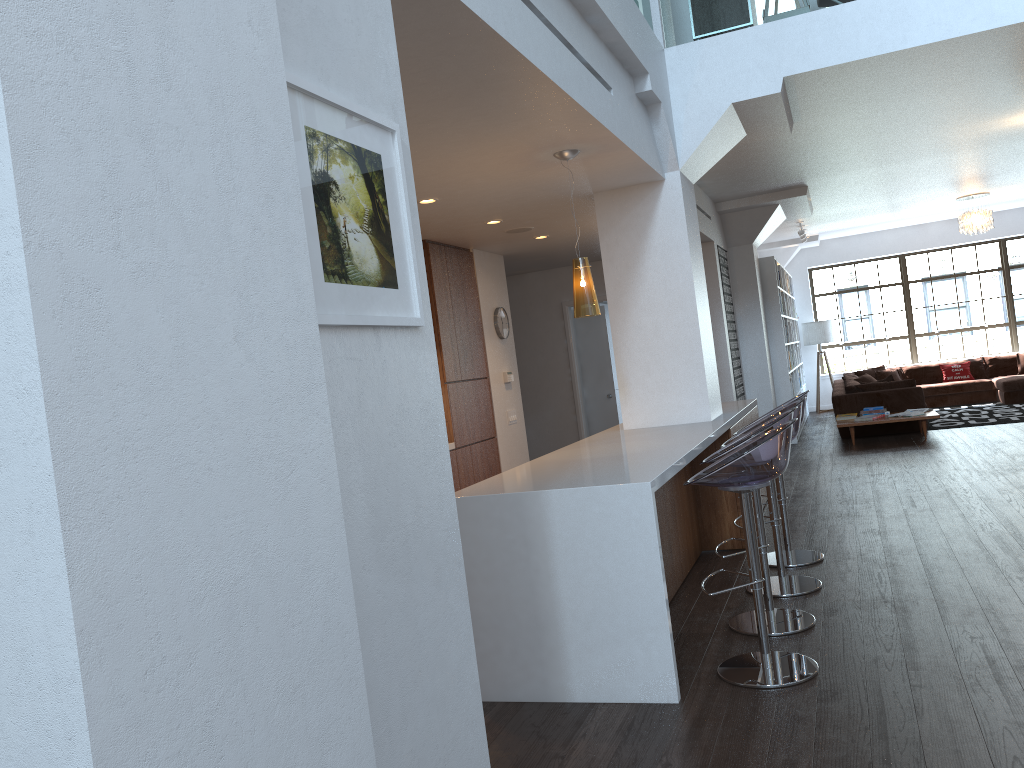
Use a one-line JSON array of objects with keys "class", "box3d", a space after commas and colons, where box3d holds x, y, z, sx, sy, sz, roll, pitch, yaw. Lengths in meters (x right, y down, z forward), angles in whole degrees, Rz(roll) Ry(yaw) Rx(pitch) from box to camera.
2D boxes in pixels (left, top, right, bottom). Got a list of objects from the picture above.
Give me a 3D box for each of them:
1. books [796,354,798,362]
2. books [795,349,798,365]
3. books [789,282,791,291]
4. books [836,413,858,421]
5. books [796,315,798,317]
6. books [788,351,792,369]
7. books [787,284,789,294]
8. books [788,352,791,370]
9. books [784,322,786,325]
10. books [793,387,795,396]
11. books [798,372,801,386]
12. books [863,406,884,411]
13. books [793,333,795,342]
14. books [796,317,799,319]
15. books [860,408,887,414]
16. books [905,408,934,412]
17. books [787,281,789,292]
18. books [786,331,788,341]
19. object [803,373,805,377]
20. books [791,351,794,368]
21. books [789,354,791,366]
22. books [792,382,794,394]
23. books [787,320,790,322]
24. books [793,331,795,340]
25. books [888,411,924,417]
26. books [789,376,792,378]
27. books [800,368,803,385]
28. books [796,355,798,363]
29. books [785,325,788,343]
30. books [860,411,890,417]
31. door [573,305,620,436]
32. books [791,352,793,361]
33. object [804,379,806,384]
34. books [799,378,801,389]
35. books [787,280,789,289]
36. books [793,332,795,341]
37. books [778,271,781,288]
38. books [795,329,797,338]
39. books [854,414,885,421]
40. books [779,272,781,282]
[{"class": "books", "box3d": [4.516, -0.413, 14.311, 0.161, 0.222, 0.084, -7, 1, 21]}, {"class": "books", "box3d": [4.385, -0.408, 13.952, 0.182, 0.253, 0.098, -7, 1, 21]}, {"class": "books", "box3d": [4.608, -1.580, 14.978, 0.183, 0.253, 0.042, -7, 1, 21]}, {"class": "books", "box3d": [4.130, 0.405, 10.936, 0.241, 0.045, 0.334, -7, 1, 22]}, {"class": "books", "box3d": [4.777, -1.156, 15.351, 0.284, 0.033, 0.197, -7, 1, 36]}, {"class": "books", "box3d": [3.829, -0.323, 12.482, 0.183, 0.253, 0.034, -7, 1, 21]}, {"class": "books", "box3d": [4.325, -1.535, 14.207, 0.183, 0.253, 0.034, -7, 1, 21]}, {"class": "books", "box3d": [3.766, -0.313, 12.324, 0.183, 0.253, 0.034, -7, 1, 21]}, {"class": "books", "box3d": [3.766, -0.708, 12.446, 0.176, 0.294, 0.102, -7, 1, 21]}, {"class": "books", "box3d": [3.867, 0.079, 12.437, 0.161, 0.207, 0.135, -7, 1, 20]}, {"class": "books", "box3d": [4.535, -0.050, 14.238, 0.183, 0.253, 0.034, -7, 1, 20]}, {"class": "books", "box3d": [4.438, 0.302, 10.882, 0.224, 0.027, 0.157, -7, 1, 26]}, {"class": "books", "box3d": [4.477, -0.755, 14.280, 0.120, 0.167, 0.020, -7, 1, 21]}, {"class": "books", "box3d": [4.781, -1.122, 15.351, 0.197, 0.035, 0.284, -8, 1, -39]}, {"class": "books", "box3d": [4.439, 0.333, 10.885, 0.279, 0.035, 0.191, -7, 1, 31]}, {"class": "books", "box3d": [4.875, 0.316, 10.646, 0.350, 0.035, 0.256, -8, 1, -44]}, {"class": "books", "box3d": [4.340, -1.537, 14.237, 0.183, 0.253, 0.034, -7, 1, 21]}, {"class": "books", "box3d": [3.728, -0.677, 12.316, 0.174, 0.239, 0.045, -7, 1, 21]}, {"class": "object", "box3d": [4.898, -0.113, 15.365, 0.331, 0.088, 0.410, -7, 1, 21]}, {"class": "books", "box3d": [4.010, -0.351, 12.950, 0.183, 0.253, 0.034, -7, 1, 20]}, {"class": "books", "box3d": [3.782, -0.315, 12.354, 0.183, 0.253, 0.034, -7, 1, 21]}, {"class": "books", "box3d": [3.807, 0.064, 12.302, 0.183, 0.253, 0.042, -7, 1, 21]}, {"class": "books", "box3d": [3.855, -0.891, 12.725, 0.223, 0.027, 0.161, -7, 1, 30]}, {"class": "books", "box3d": [4.493, -0.791, 14.363, 0.140, 0.231, 0.042, -7, 1, 21]}, {"class": "books", "box3d": [4.611, 0.352, 10.379, 0.231, 0.040, 0.342, -8, 1, -29]}, {"class": "books", "box3d": [3.525, -0.079, 11.581, 0.223, 0.027, 0.161, -7, 1, 30]}, {"class": "books", "box3d": [4.841, -0.117, 15.111, 0.176, 0.290, 0.053, -7, 1, 21]}, {"class": "books", "box3d": [4.467, -0.416, 14.193, 0.174, 0.242, 0.105, -7, 1, 21]}, {"class": "books", "box3d": [3.691, -0.678, 12.223, 0.182, 0.253, 0.034, -7, 1, 21]}, {"class": "books", "box3d": [4.446, 0.369, 10.881, 0.312, 0.037, 0.216, -7, 1, 11]}, {"class": "door", "box3d": [0.890, 0.085, 11.113, 0.826, 2.032, 0.174, -7, 1, 21]}, {"class": "books", "box3d": [3.952, -0.342, 12.799, 0.183, 0.253, 0.034, -7, 1, 20]}, {"class": "object", "box3d": [4.909, -0.026, 15.366, 0.331, 0.088, 0.410, -7, 1, 21]}, {"class": "books", "box3d": [4.477, -0.041, 14.088, 0.183, 0.253, 0.034, -7, 1, 20]}, {"class": "books", "box3d": [4.388, -1.545, 14.364, 0.183, 0.253, 0.034, -7, 1, 21]}, {"class": "books", "box3d": [4.500, -0.759, 14.325, 0.107, 0.167, 0.017, -7, 1, 21]}, {"class": "books", "box3d": [3.598, -1.419, 12.209, 0.182, 0.253, 0.098, -7, 1, 21]}, {"class": "books", "box3d": [4.685, -0.833, 14.923, 0.183, 0.253, 0.042, -7, 1, 21]}, {"class": "books", "box3d": [4.241, 0.400, 10.529, 0.340, 0.035, 0.236, -8, 1, -44]}, {"class": "books", "box3d": [3.658, -1.430, 12.388, 0.182, 0.255, 0.077, -7, 1, 21]}]
